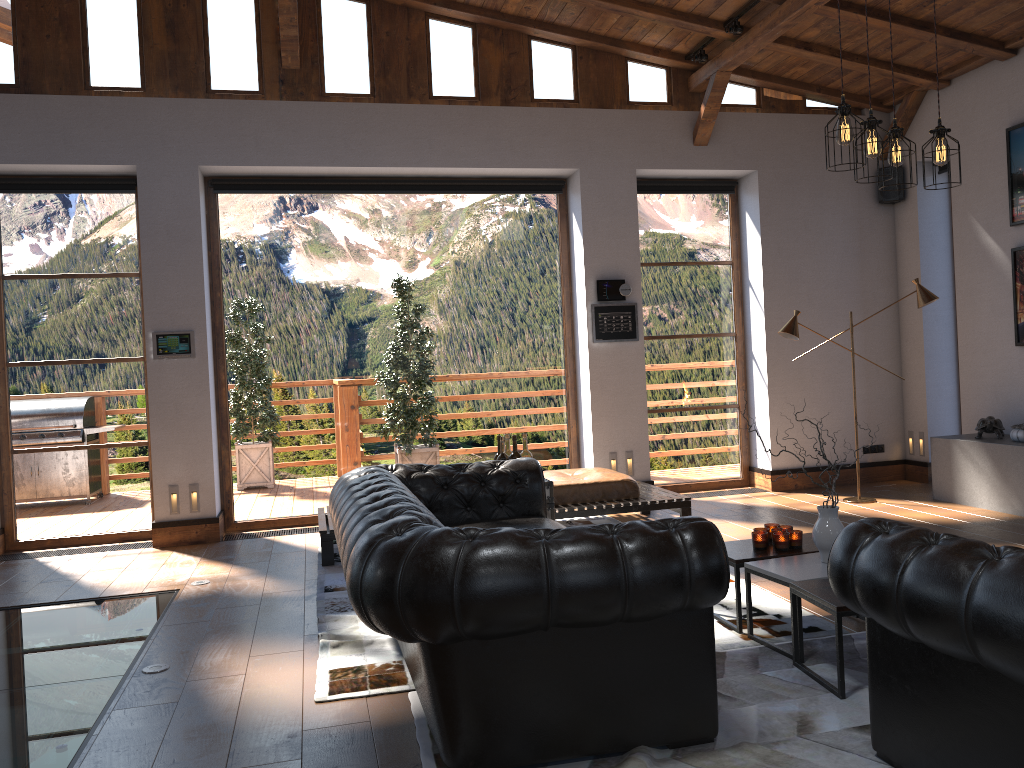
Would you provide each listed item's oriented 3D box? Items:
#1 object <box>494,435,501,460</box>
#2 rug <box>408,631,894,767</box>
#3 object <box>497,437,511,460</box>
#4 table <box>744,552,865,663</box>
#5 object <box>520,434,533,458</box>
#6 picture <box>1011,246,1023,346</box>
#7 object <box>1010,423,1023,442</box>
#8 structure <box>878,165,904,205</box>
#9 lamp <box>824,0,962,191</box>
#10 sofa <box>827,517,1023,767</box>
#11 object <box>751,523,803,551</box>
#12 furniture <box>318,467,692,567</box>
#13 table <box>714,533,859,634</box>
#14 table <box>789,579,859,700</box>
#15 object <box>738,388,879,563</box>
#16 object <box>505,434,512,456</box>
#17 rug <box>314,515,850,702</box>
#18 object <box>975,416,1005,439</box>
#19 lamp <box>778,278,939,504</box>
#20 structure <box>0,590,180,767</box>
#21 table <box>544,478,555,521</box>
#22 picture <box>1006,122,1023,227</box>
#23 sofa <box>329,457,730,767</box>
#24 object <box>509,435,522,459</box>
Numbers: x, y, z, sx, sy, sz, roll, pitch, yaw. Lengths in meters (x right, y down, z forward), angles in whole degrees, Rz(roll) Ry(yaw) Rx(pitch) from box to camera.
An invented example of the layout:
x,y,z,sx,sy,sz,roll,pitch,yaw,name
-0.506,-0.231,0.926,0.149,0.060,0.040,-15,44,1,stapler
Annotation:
x,y,z,sx,sy,sz,roll,pitch,yaw,name
-0.072,0.464,5.545,0.087,0.286,0.088,-3,1,26,object
1.765,1.151,2.917,4.066,0.053,2.419,-3,1,-13,rug
-0.053,0.466,5.444,0.088,0.286,0.086,-3,1,-37,object
1.455,0.987,4.030,0.655,0.350,0.397,-3,1,-19,table
0.087,0.456,5.586,0.087,0.286,0.087,-3,1,-3,object
4.275,-0.716,6.946,0.036,0.816,0.874,-3,1,-13,picture
4.066,0.373,6.970,0.260,0.160,0.279,-3,1,-11,object
3.726,-1.955,8.714,0.215,0.349,0.212,-3,1,-14,structure
1.823,-2.082,4.396,0.810,2.201,0.259,-3,1,-23,lamp
2.370,0.736,2.592,2.581,0.838,1.232,-3,1,-14,sofa
1.341,0.768,4.451,0.244,0.081,0.305,-2,1,25,object
-0.107,0.966,6.981,2.775,0.436,1.169,-3,1,-14,furniture
1.333,0.984,4.448,0.654,0.350,0.398,-3,1,-14,table
1.522,0.993,3.580,0.653,0.350,0.399,-3,1,-9,table
1.393,0.410,4.058,0.620,0.808,0.406,-3,1,-3,object
-0.022,0.460,5.625,0.087,0.286,0.087,-3,1,-1,object
-0.004,1.180,5.678,2.445,0.053,3.788,-3,1,-12,rug
3.959,0.359,7.349,0.224,0.183,0.410,-2,1,30,object
2.971,0.076,7.649,1.318,1.898,0.529,-3,1,7,lamp
-7.532,1.187,5.445,11.090,6.397,9.159,-3,1,-14,structure
0.029,0.903,5.547,0.420,0.609,0.403,-3,1,-14,table
4.227,-1.709,6.938,0.036,0.816,0.874,-3,1,-13,picture
-0.139,0.829,3.936,1.247,0.838,2.551,-3,1,-14,sofa
0.020,0.461,5.513,0.089,0.286,0.086,-3,1,-36,object
